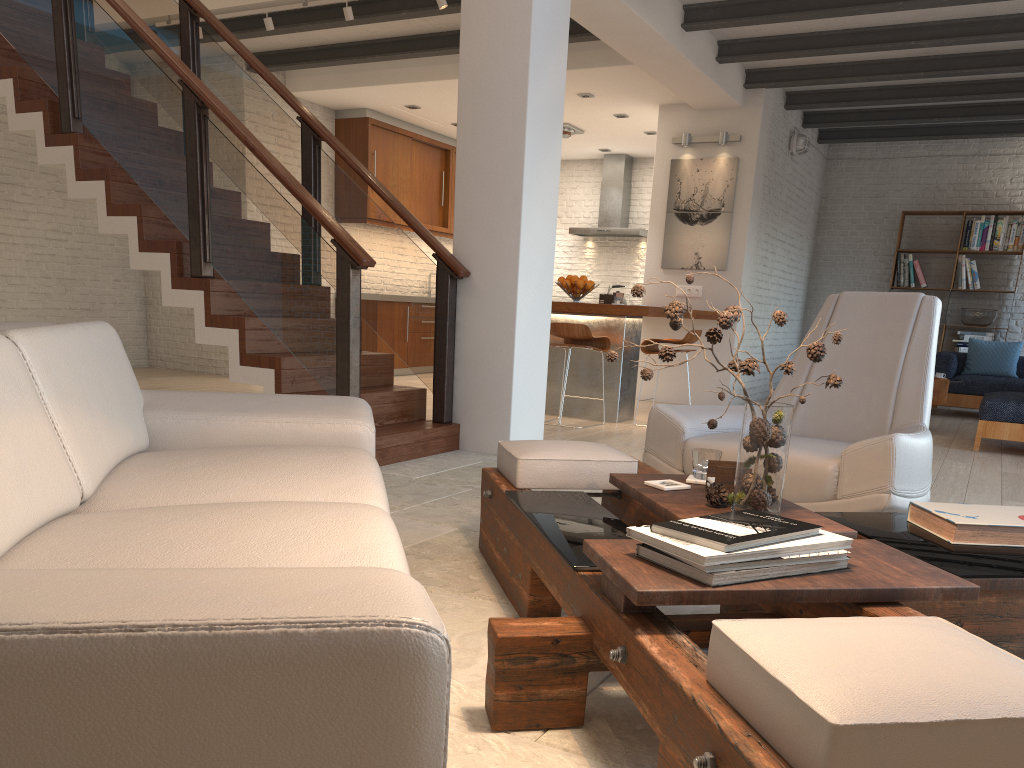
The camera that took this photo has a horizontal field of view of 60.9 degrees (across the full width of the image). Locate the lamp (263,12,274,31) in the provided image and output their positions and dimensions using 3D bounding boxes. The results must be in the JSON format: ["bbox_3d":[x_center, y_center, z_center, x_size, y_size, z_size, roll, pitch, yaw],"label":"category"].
[{"bbox_3d":[-1.801,-2.677,6.459,0.060,0.133,0.084,11,14,30],"label":"lamp"}]

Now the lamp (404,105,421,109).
[{"bbox_3d":[-1.030,-2.894,9.051,0.122,0.057,0.121,7,8,28],"label":"lamp"}]

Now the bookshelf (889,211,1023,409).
[{"bbox_3d":[5.142,-0.860,10.288,1.301,2.282,0.355,9,16,26],"label":"bookshelf"}]

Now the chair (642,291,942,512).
[{"bbox_3d":[1.201,0.143,3.396,0.959,1.052,1.004,-7,14,-44],"label":"chair"}]

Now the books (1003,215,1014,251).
[{"bbox_3d":[5.617,-1.691,9.862,0.036,0.397,0.238,11,14,28],"label":"books"}]

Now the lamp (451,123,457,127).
[{"bbox_3d":[-0.603,-2.938,9.812,0.122,0.057,0.121,7,8,28],"label":"lamp"}]

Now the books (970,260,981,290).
[{"bbox_3d":[5.364,-1.255,10.093,0.156,0.341,0.248,10,13,28],"label":"books"}]

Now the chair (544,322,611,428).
[{"bbox_3d":[0.480,-0.075,6.751,0.400,0.803,0.411,10,14,27],"label":"chair"}]

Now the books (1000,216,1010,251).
[{"bbox_3d":[5.591,-1.694,9.891,0.036,0.397,0.238,11,14,28],"label":"books"}]

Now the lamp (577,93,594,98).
[{"bbox_3d":[0.692,-2.721,8.166,0.122,0.057,0.121,7,8,28],"label":"lamp"}]

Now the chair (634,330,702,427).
[{"bbox_3d":[1.270,-0.048,6.937,0.417,0.803,0.394,10,14,27],"label":"chair"}]

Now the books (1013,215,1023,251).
[{"bbox_3d":[5.699,-1.682,9.820,0.036,0.397,0.238,11,14,28],"label":"books"}]

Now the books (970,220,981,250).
[{"bbox_3d":[5.323,-1.692,10.011,0.055,0.341,0.248,11,14,28],"label":"books"}]

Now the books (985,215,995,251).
[{"bbox_3d":[5.447,-1.707,9.939,0.036,0.397,0.238,11,14,28],"label":"books"}]

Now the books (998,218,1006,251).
[{"bbox_3d":[5.558,-1.683,9.895,0.020,0.372,0.265,11,14,28],"label":"books"}]

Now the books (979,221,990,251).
[{"bbox_3d":[5.414,-1.684,9.984,0.055,0.341,0.248,11,14,28],"label":"books"}]

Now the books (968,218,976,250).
[{"bbox_3d":[5.298,-1.710,10.039,0.020,0.372,0.265,11,14,28],"label":"books"}]

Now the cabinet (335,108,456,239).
[{"bbox_3d":[-0.945,-2.439,10.904,0.456,1.202,3.273,10,9,28],"label":"cabinet"}]

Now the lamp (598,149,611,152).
[{"bbox_3d":[1.159,-2.932,10.865,0.122,0.057,0.121,7,8,28],"label":"lamp"}]

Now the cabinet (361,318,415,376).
[{"bbox_3d":[0.287,-1.509,10.872,4.784,2.938,2.184,2,11,-7],"label":"cabinet"}]

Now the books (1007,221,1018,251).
[{"bbox_3d":[5.653,-1.659,9.844,0.055,0.341,0.248,11,14,28],"label":"books"}]

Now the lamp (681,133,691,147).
[{"bbox_3d":[1.653,-2.315,8.266,0.079,0.108,0.077,-4,14,-33],"label":"lamp"}]

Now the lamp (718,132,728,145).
[{"bbox_3d":[1.964,-2.284,8.106,0.079,0.108,0.077,-4,14,-33],"label":"lamp"}]

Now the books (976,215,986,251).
[{"bbox_3d":[5.367,-1.715,9.986,0.036,0.397,0.238,11,14,28],"label":"books"}]

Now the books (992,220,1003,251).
[{"bbox_3d":[5.516,-1.671,9.904,0.055,0.341,0.248,11,14,28],"label":"books"}]

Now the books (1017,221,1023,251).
[{"bbox_3d":[5.749,-1.651,9.819,0.055,0.341,0.248,11,14,28],"label":"books"}]

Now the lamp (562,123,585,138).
[{"bbox_3d":[0.508,-2.769,9.745,0.445,0.176,0.441,7,7,28],"label":"lamp"}]

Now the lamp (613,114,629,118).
[{"bbox_3d":[1.120,-2.764,8.927,0.122,0.057,0.121,7,8,28],"label":"lamp"}]

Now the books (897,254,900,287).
[{"bbox_3d":[4.648,-1.356,10.461,0.090,0.398,0.238,11,14,28],"label":"books"}]

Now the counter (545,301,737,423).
[{"bbox_3d":[0.830,-0.232,7.872,1.666,0.952,2.444,7,7,28],"label":"counter"}]

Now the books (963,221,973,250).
[{"bbox_3d":[5.264,-1.699,10.061,0.055,0.341,0.248,11,14,28],"label":"books"}]

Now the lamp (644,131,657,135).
[{"bbox_3d":[1.547,-2.807,9.688,0.122,0.057,0.121,7,8,28],"label":"lamp"}]

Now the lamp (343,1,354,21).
[{"bbox_3d":[-1.149,-2.612,6.124,0.060,0.133,0.084,11,14,30],"label":"lamp"}]

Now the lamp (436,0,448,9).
[{"bbox_3d":[-0.468,-2.542,5.766,0.087,0.134,0.057,1,13,-12],"label":"lamp"}]

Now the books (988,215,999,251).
[{"bbox_3d":[5.484,-1.704,9.931,0.036,0.397,0.238,11,14,28],"label":"books"}]
